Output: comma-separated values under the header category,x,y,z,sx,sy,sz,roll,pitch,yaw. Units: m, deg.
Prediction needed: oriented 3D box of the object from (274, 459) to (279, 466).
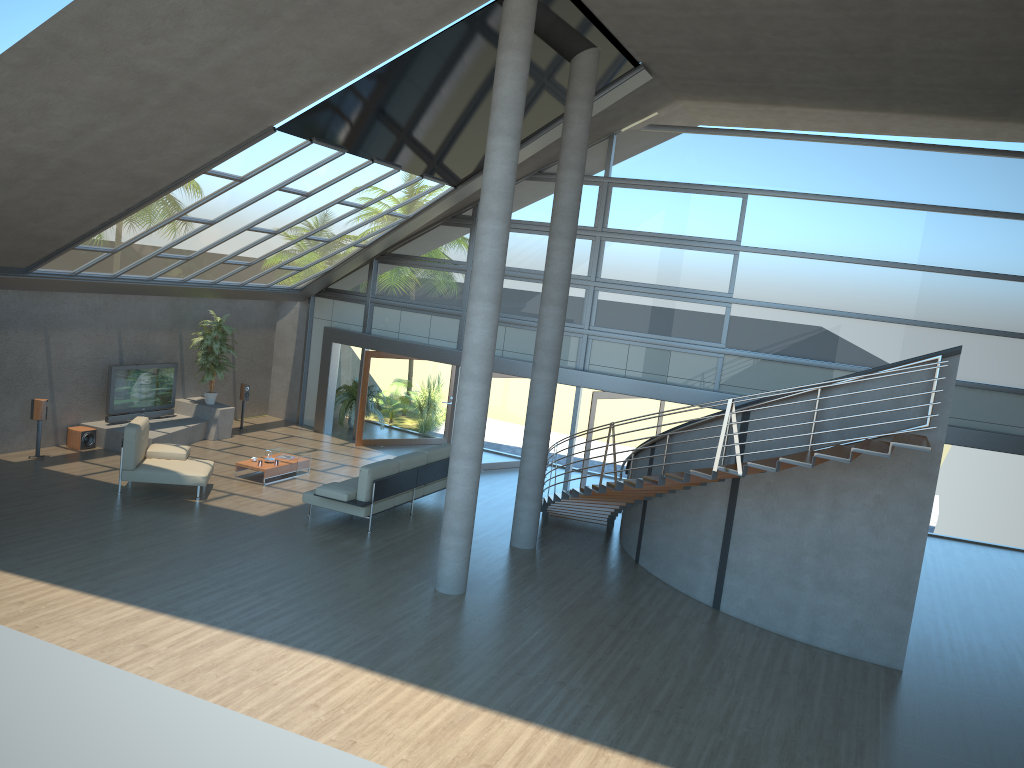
category,x,y,z,sx,sy,sz,roll,pitch,yaw
object,-3.880,1.294,14.645,0.085,0.101,0.070,1,9,-40

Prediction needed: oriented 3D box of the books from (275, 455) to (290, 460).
category,x,y,z,sx,sy,sz,roll,pitch,yaw
books,-3.919,1.266,15.255,0.275,0.005,0.189,7,7,2

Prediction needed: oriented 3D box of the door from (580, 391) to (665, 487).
category,x,y,z,sx,sy,sz,roll,pitch,yaw
door,2.102,1.106,16.612,0.200,1.977,2.298,13,9,43

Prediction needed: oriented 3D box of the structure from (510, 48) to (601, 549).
category,x,y,z,sx,sy,sz,roll,pitch,yaw
structure,0.593,-1.195,12.373,0.381,7.125,0.382,4,7,-24

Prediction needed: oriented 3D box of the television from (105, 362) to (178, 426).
category,x,y,z,sx,sy,sz,roll,pitch,yaw
television,-6.764,0.162,16.250,0.396,1.063,1.568,10,7,22

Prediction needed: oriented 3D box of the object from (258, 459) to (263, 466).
category,x,y,z,sx,sy,sz,roll,pitch,yaw
object,-4.113,1.285,14.473,0.085,0.101,0.070,10,7,20

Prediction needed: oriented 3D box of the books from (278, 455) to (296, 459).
category,x,y,z,sx,sy,sz,roll,pitch,yaw
books,-3.883,1.261,15.295,0.275,0.005,0.189,8,7,5

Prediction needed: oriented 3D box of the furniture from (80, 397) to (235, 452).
category,x,y,z,sx,sy,sz,roll,pitch,yaw
furniture,-6.279,0.771,16.587,1.577,0.610,2.936,10,7,22

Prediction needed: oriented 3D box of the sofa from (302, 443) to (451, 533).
category,x,y,z,sx,sy,sz,roll,pitch,yaw
sofa,-1.987,1.472,13.806,1.166,0.947,3.079,10,7,21

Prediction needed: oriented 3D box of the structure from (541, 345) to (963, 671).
category,x,y,z,sx,sy,sz,roll,pitch,yaw
structure,2.247,0.892,11.421,2.349,3.653,6.809,3,8,-30

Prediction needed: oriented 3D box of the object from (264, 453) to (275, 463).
category,x,y,z,sx,sy,sz,roll,pitch,yaw
object,-4.037,1.229,14.777,0.178,0.161,0.178,4,7,-27

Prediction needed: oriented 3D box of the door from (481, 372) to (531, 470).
category,x,y,z,sx,sy,sz,roll,pitch,yaw
door,-0.122,0.717,17.578,2.298,1.977,0.200,1,9,-44

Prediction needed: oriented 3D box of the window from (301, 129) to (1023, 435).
category,x,y,z,sx,sy,sz,roll,pitch,yaw
window,3.160,-1.056,16.072,16.616,6.630,1.098,10,7,20

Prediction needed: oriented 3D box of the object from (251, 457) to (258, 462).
category,x,y,z,sx,sy,sz,roll,pitch,yaw
object,-4.277,1.242,14.730,0.102,0.086,0.100,10,7,26

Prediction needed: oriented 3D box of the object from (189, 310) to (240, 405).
category,x,y,z,sx,sy,sz,roll,pitch,yaw
object,-5.848,-0.522,17.373,0.932,1.857,0.895,5,7,-19

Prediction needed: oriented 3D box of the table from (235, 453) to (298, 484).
category,x,y,z,sx,sy,sz,roll,pitch,yaw
table,-4.026,1.417,14.956,0.600,0.250,1.200,10,7,22

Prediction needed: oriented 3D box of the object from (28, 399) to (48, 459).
category,x,y,z,sx,sy,sz,roll,pitch,yaw
object,-7.556,0.716,14.141,0.234,0.959,0.171,6,7,-13

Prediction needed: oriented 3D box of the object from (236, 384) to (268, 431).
category,x,y,z,sx,sy,sz,roll,pitch,yaw
object,-7.984,0.379,16.657,7.863,0.982,21.345,10,7,25

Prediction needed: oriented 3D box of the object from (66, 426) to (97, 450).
category,x,y,z,sx,sy,sz,roll,pitch,yaw
object,-7.426,0.922,15.244,0.425,0.323,0.362,10,7,22

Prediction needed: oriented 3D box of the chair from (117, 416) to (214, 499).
category,x,y,z,sx,sy,sz,roll,pitch,yaw
chair,-5.150,1.082,13.354,1.244,1.023,1.217,6,7,-12

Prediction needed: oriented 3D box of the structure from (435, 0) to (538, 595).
category,x,y,z,sx,sy,sz,roll,pitch,yaw
structure,-0.303,-1.054,10.231,0.381,7.125,0.382,10,7,22

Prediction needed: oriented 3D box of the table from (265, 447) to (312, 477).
category,x,y,z,sx,sy,sz,roll,pitch,yaw
table,-3.865,1.340,15.318,0.680,0.342,0.400,10,7,22

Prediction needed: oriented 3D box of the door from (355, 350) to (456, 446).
category,x,y,z,sx,sy,sz,roll,pitch,yaw
door,-2.187,0.323,18.744,2.298,1.977,0.200,2,9,-39
